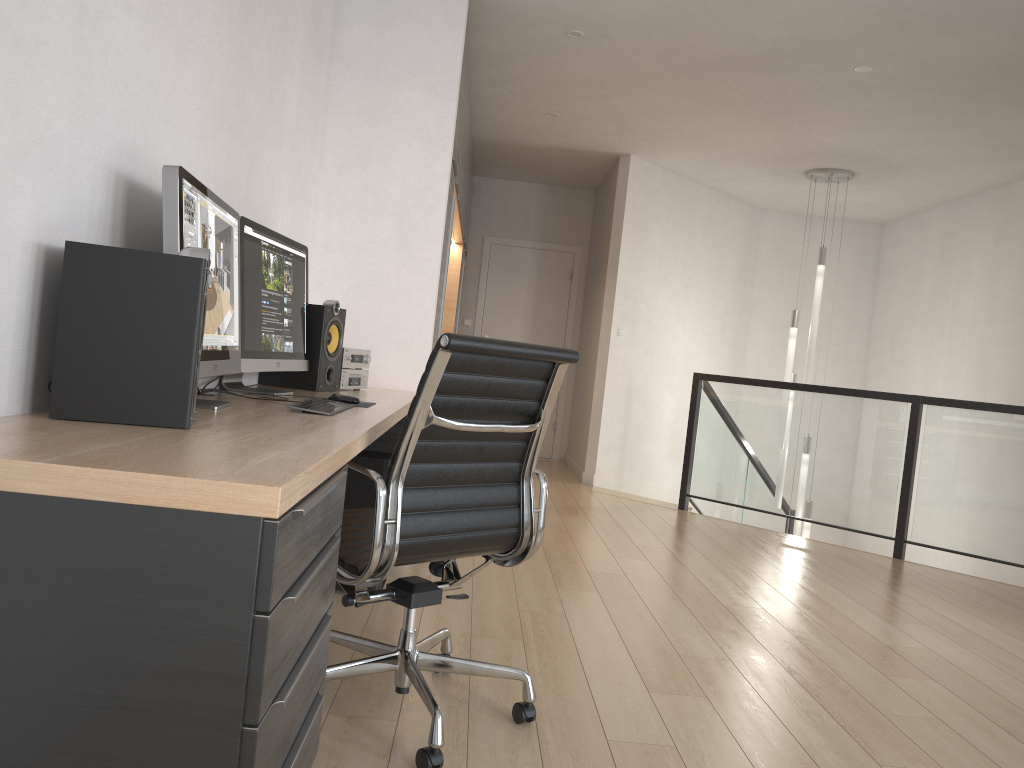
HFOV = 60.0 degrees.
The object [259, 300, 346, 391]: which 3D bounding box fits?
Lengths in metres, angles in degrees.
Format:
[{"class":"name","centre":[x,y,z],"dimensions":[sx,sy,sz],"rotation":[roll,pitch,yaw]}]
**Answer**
[{"class":"object","centre":[-0.809,-0.160,3.461],"dimensions":[0.249,0.354,0.198],"rotation":[7,2,13]}]

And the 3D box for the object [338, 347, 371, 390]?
[{"class":"object","centre":[-0.768,-0.073,3.725],"dimensions":[0.270,0.174,0.285],"rotation":[7,2,13]}]

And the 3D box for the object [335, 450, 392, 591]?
[{"class":"object","centre":[-0.704,0.519,3.425],"dimensions":[0.474,0.527,0.215],"rotation":[6,2,-2]}]

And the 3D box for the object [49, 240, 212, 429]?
[{"class":"object","centre":[-0.736,-0.105,1.742],"dimensions":[0.249,0.354,0.198],"rotation":[6,2,-17]}]

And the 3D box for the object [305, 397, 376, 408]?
[{"class":"object","centre":[-0.558,0.059,2.911],"dimensions":[0.200,0.002,0.250],"rotation":[6,2,-2]}]

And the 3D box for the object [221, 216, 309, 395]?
[{"class":"object","centre":[-0.820,-0.238,2.959],"dimensions":[0.190,0.535,0.716],"rotation":[6,2,3]}]

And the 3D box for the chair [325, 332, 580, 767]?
[{"class":"chair","centre":[-0.270,0.362,2.297],"dimensions":[0.664,0.991,0.699],"rotation":[5,2,-41]}]

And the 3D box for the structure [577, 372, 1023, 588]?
[{"class":"structure","centre":[2.849,2.258,6.682],"dimensions":[4.190,4.339,2.823],"rotation":[8,2,43]}]

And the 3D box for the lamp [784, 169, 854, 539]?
[{"class":"lamp","centre":[2.445,-0.823,7.109],"dimensions":[0.359,6.725,0.359],"rotation":[7,2,34]}]

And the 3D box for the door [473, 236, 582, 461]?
[{"class":"door","centre":[0.095,-0.345,8.762],"dimensions":[0.974,2.136,0.085],"rotation":[6,2,-2]}]
